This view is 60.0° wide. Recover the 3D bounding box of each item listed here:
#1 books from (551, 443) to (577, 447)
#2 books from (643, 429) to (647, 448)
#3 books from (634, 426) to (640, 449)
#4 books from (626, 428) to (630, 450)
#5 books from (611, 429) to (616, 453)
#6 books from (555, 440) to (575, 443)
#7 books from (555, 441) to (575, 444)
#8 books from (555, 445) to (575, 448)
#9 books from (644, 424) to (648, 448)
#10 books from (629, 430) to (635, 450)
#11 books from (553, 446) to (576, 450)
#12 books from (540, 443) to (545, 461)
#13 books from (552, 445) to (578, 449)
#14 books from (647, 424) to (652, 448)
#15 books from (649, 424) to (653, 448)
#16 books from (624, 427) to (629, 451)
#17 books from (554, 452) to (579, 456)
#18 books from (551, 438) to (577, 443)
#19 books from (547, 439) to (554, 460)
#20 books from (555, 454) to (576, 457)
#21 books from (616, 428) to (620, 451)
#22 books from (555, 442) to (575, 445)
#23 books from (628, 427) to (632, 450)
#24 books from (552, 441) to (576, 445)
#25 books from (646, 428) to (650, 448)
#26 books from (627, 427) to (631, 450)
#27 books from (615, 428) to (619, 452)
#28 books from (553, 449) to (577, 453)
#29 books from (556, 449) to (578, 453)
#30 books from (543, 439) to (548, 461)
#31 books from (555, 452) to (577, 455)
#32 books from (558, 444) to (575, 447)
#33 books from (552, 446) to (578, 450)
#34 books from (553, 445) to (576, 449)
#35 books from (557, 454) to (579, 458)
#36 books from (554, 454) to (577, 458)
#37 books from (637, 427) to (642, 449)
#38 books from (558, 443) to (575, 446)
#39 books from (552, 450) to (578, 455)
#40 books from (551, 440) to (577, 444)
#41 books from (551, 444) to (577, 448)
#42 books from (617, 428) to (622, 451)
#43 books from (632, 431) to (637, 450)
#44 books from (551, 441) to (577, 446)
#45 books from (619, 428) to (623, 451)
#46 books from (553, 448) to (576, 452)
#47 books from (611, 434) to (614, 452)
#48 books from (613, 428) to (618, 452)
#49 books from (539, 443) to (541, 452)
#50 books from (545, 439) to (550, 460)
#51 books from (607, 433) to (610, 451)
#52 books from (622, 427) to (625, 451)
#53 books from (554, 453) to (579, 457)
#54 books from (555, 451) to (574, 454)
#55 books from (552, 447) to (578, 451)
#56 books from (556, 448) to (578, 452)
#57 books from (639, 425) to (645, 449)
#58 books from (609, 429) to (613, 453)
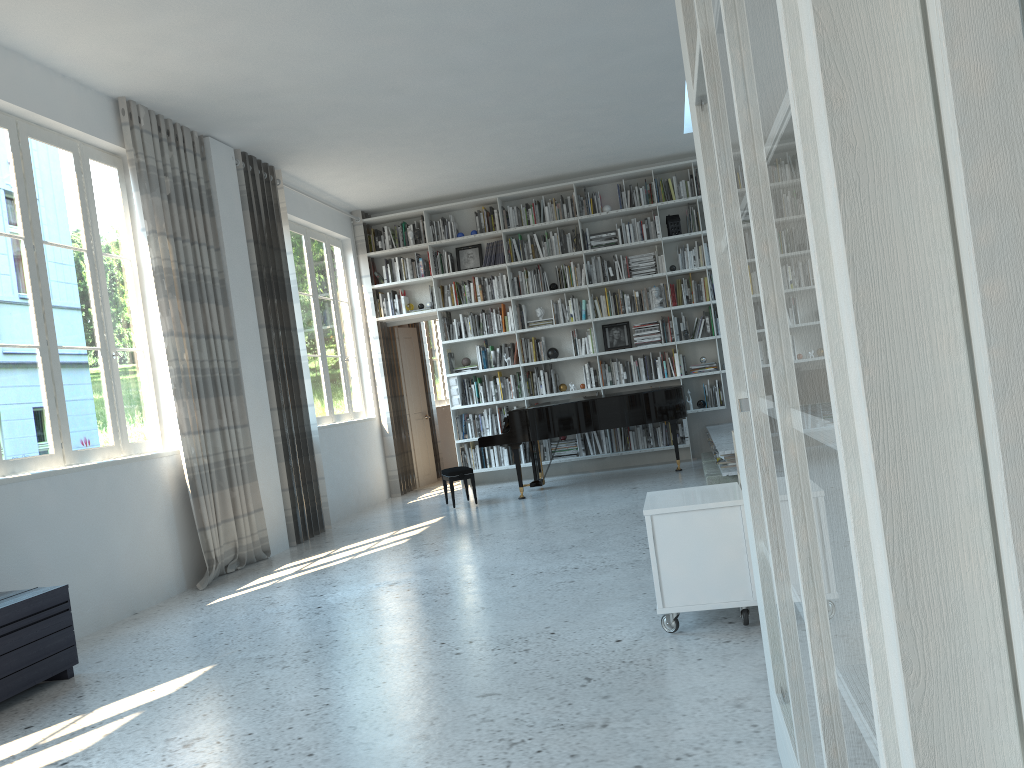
[{"bbox_3d":[0.581,0.669,9.787,0.285,0.005,0.159,-8,0,7],"label":"books"},{"bbox_3d":[1.446,0.592,9.631,0.024,0.203,0.144,-8,0,10],"label":"books"},{"bbox_3d":[1.358,0.559,9.645,0.026,0.294,0.155,-8,0,10],"label":"books"},{"bbox_3d":[1.265,0.600,9.665,0.012,0.239,0.128,-8,0,10],"label":"books"},{"bbox_3d":[1.115,0.611,9.675,0.026,0.256,0.183,-8,0,10],"label":"books"},{"bbox_3d":[0.580,0.631,9.793,0.254,0.006,0.161,-8,0,12],"label":"books"},{"bbox_3d":[0.582,0.641,9.795,0.254,0.006,0.161,-8,0,11],"label":"books"},{"bbox_3d":[0.584,0.685,9.794,0.285,0.005,0.159,-8,0,12],"label":"books"},{"bbox_3d":[1.456,0.549,9.614,0.013,0.285,0.184,-8,0,10],"label":"books"},{"bbox_3d":[1.306,0.610,9.638,0.028,0.206,0.174,-8,0,10],"label":"books"},{"bbox_3d":[0.587,0.701,9.796,0.254,0.006,0.161,-8,0,11],"label":"books"},{"bbox_3d":[0.343,0.756,9.834,0.053,0.184,0.148,-8,0,10],"label":"books"},{"bbox_3d":[0.585,0.696,9.792,0.285,0.005,0.159,-8,0,9],"label":"books"},{"bbox_3d":[1.486,0.519,9.603,0.014,0.336,0.182,-8,0,10],"label":"books"},{"bbox_3d":[1.504,0.541,9.602,0.014,0.288,0.184,-8,0,10],"label":"books"},{"bbox_3d":[1.248,0.598,9.671,0.022,0.247,0.143,-8,0,10],"label":"books"},{"bbox_3d":[0.598,0.768,9.784,0.285,0.007,0.159,-8,0,16],"label":"books"},{"bbox_3d":[0.577,0.625,9.783,0.285,0.005,0.159,-8,0,16],"label":"books"},{"bbox_3d":[0.425,0.695,9.824,0.027,0.282,0.129,-8,0,10],"label":"books"},{"bbox_3d":[0.599,0.782,9.794,0.254,0.007,0.161,-8,0,12],"label":"books"},{"bbox_3d":[1.165,0.604,9.696,0.010,0.259,0.131,-8,0,10],"label":"books"},{"bbox_3d":[0.581,0.652,9.784,0.254,0.006,0.161,-8,0,6],"label":"books"},{"bbox_3d":[1.288,0.588,9.665,0.012,0.255,0.150,-8,0,10],"label":"books"},{"bbox_3d":[0.582,0.647,9.795,0.254,0.006,0.161,-8,0,11],"label":"books"},{"bbox_3d":[1.479,0.583,9.616,0.022,0.213,0.167,-8,0,10],"label":"books"},{"bbox_3d":[1.275,0.579,9.667,0.012,0.276,0.154,-8,0,10],"label":"books"},{"bbox_3d":[1.145,0.565,9.685,0.014,0.340,0.139,-8,0,10],"label":"books"},{"bbox_3d":[0.594,0.734,9.793,0.254,0.007,0.161,-8,0,12],"label":"books"},{"bbox_3d":[0.594,0.741,9.787,0.285,0.007,0.159,-8,0,7],"label":"books"},{"bbox_3d":[0.377,0.727,9.825,0.023,0.231,0.164,-8,0,10],"label":"books"},{"bbox_3d":[0.597,0.761,9.787,0.254,0.007,0.161,-8,0,7],"label":"books"},{"bbox_3d":[0.583,0.674,9.796,0.254,0.006,0.161,-8,0,11],"label":"books"},{"bbox_3d":[0.591,0.707,9.796,0.285,0.007,0.159,-8,0,11],"label":"books"},{"bbox_3d":[0.585,0.690,9.794,0.254,0.006,0.161,-8,0,10],"label":"books"},{"bbox_3d":[0.600,0.796,9.788,0.254,0.007,0.161,-8,0,15],"label":"books"},{"bbox_3d":[0.600,0.789,9.796,0.254,0.007,0.161,-8,0,11],"label":"books"},{"bbox_3d":[1.390,0.584,9.643,0.030,0.234,0.138,-8,0,10],"label":"books"},{"bbox_3d":[0.583,0.663,9.786,0.254,0.006,0.161,-8,0,15],"label":"books"},{"bbox_3d":[0.597,0.754,9.791,0.285,0.007,0.159,-8,0,13],"label":"books"},{"bbox_3d":[0.581,0.636,9.795,0.285,0.005,0.159,-8,0,11],"label":"books"},{"bbox_3d":[0.584,0.679,9.794,0.285,0.005,0.159,-8,0,10],"label":"books"},{"bbox_3d":[1.179,0.599,9.683,0.025,0.263,0.144,-8,0,10],"label":"books"},{"bbox_3d":[1.340,0.610,9.662,0.030,0.197,0.143,-8,0,10],"label":"books"},{"bbox_3d":[0.583,0.658,9.788,0.285,0.005,0.159,-8,0,8],"label":"books"},{"bbox_3d":[1.190,0.560,9.669,0.012,0.337,0.144,-8,0,10],"label":"books"},{"bbox_3d":[0.592,0.720,9.793,0.254,0.007,0.161,-8,0,12],"label":"books"},{"bbox_3d":[1.103,0.623,9.702,0.010,0.238,0.134,-8,0,10],"label":"books"},{"bbox_3d":[1.132,0.587,9.672,0.014,0.301,0.184,-8,0,10],"label":"books"},{"bbox_3d":[0.306,0.754,9.848,0.025,0.198,0.160,-8,0,10],"label":"books"},{"bbox_3d":[0.403,0.726,9.829,0.027,0.227,0.139,-8,0,10],"label":"books"},{"bbox_3d":[1.068,0.628,9.713,0.021,0.237,0.115,-8,0,10],"label":"books"},{"bbox_3d":[1.214,0.570,9.666,0.034,0.311,0.170,-8,0,10],"label":"books"},{"bbox_3d":[0.597,0.775,9.787,0.285,0.007,0.159,-8,0,7],"label":"books"},{"bbox_3d":[0.595,0.748,9.787,0.254,0.007,0.161,-8,0,7],"label":"books"},{"bbox_3d":[0.591,0.714,9.793,0.285,0.007,0.159,-8,0,12],"label":"books"},{"bbox_3d":[0.591,0.727,9.784,0.285,0.007,0.159,-8,0,6],"label":"books"},{"bbox_3d":[1.417,0.567,9.637,0.028,0.261,0.132,-8,0,10],"label":"books"},{"bbox_3d":[1.090,0.616,9.701,0.012,0.254,0.161,-8,0,10],"label":"books"}]
